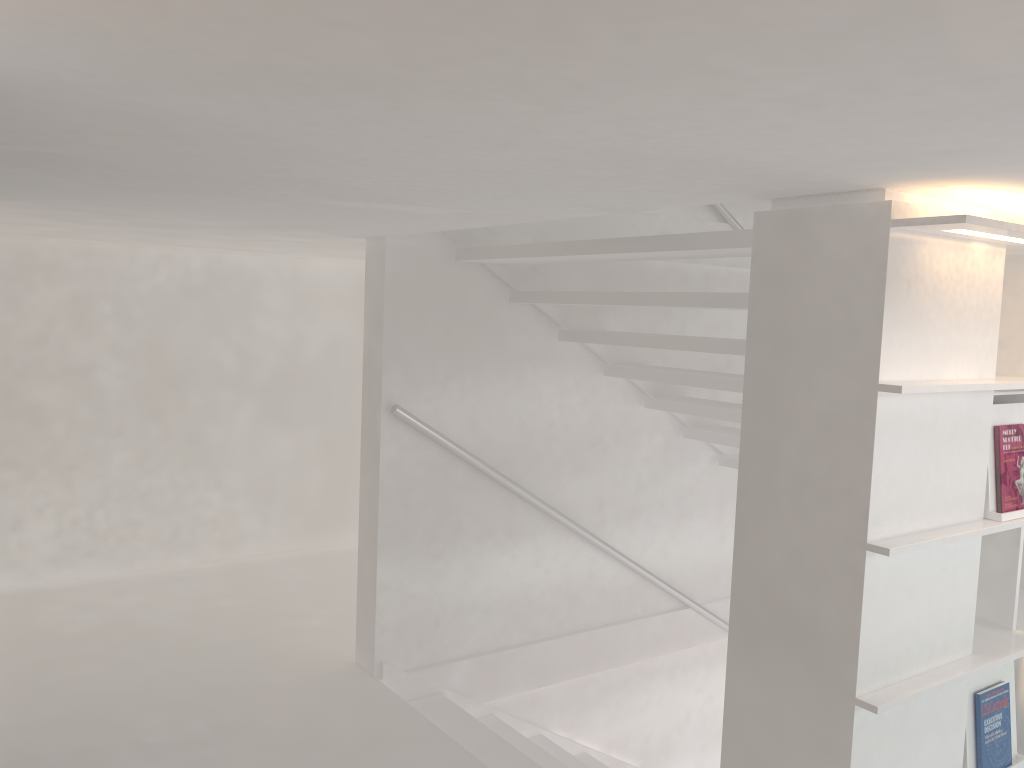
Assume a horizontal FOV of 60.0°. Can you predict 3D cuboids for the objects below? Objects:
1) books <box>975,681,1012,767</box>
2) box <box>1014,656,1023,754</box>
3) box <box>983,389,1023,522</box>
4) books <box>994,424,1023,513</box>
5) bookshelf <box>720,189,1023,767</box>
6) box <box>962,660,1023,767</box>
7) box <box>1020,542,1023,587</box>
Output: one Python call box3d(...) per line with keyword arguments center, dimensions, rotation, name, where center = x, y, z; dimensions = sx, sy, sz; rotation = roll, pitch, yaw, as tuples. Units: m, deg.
box3d(center=(1.196, 0.860, 2.202), dimensions=(0.145, 0.210, 0.037), rotation=(-1, 6, -35), name="books")
box3d(center=(1.388, 0.811, 2.464), dimensions=(0.245, 0.296, 0.274), rotation=(-1, 6, -35), name="box")
box3d(center=(1.169, 0.159, 2.237), dimensions=(0.245, 0.296, 0.274), rotation=(-1, 6, -35), name="box")
box3d(center=(1.211, 0.204, 2.144), dimensions=(0.145, 0.210, 0.037), rotation=(-1, 6, -35), name="books")
box3d(center=(2.133, 0.479, 3.014), dimensions=(3.666, 1.836, 0.397), rotation=(-1, 6, -35), name="bookshelf")
box3d(center=(1.146, 0.815, 2.293), dimensions=(0.245, 0.296, 0.274), rotation=(-1, 6, -35), name="box")
box3d(center=(1.701, 0.471, 2.648), dimensions=(0.245, 0.296, 0.274), rotation=(-1, 6, -35), name="box")
